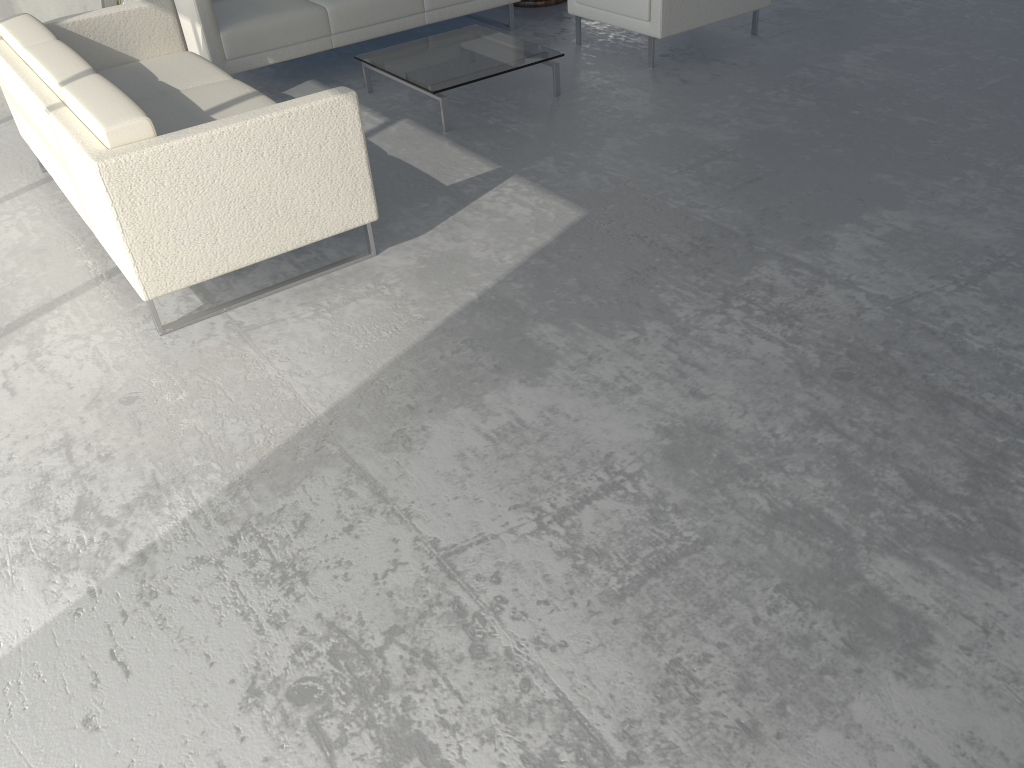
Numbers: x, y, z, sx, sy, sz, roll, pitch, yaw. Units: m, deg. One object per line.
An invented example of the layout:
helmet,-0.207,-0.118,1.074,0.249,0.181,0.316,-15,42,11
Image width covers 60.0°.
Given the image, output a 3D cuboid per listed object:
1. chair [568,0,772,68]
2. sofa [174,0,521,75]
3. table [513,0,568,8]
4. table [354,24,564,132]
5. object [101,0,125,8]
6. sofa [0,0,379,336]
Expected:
chair,0.826,-2.167,4.707,0.821,0.662,0.748,-26,41,-25
sofa,-0.946,-2.201,4.967,1.881,0.658,0.821,-26,41,-25
table,0.160,-2.671,5.725,0.452,0.358,0.452,16,41,26
table,-0.262,-1.525,4.371,0.730,0.190,0.773,-26,41,-25
object,-1.865,-1.959,4.426,0.400,1.051,0.387,-8,37,-3
sofa,-1.315,-0.972,3.360,0.821,0.658,1.881,-26,41,-25
